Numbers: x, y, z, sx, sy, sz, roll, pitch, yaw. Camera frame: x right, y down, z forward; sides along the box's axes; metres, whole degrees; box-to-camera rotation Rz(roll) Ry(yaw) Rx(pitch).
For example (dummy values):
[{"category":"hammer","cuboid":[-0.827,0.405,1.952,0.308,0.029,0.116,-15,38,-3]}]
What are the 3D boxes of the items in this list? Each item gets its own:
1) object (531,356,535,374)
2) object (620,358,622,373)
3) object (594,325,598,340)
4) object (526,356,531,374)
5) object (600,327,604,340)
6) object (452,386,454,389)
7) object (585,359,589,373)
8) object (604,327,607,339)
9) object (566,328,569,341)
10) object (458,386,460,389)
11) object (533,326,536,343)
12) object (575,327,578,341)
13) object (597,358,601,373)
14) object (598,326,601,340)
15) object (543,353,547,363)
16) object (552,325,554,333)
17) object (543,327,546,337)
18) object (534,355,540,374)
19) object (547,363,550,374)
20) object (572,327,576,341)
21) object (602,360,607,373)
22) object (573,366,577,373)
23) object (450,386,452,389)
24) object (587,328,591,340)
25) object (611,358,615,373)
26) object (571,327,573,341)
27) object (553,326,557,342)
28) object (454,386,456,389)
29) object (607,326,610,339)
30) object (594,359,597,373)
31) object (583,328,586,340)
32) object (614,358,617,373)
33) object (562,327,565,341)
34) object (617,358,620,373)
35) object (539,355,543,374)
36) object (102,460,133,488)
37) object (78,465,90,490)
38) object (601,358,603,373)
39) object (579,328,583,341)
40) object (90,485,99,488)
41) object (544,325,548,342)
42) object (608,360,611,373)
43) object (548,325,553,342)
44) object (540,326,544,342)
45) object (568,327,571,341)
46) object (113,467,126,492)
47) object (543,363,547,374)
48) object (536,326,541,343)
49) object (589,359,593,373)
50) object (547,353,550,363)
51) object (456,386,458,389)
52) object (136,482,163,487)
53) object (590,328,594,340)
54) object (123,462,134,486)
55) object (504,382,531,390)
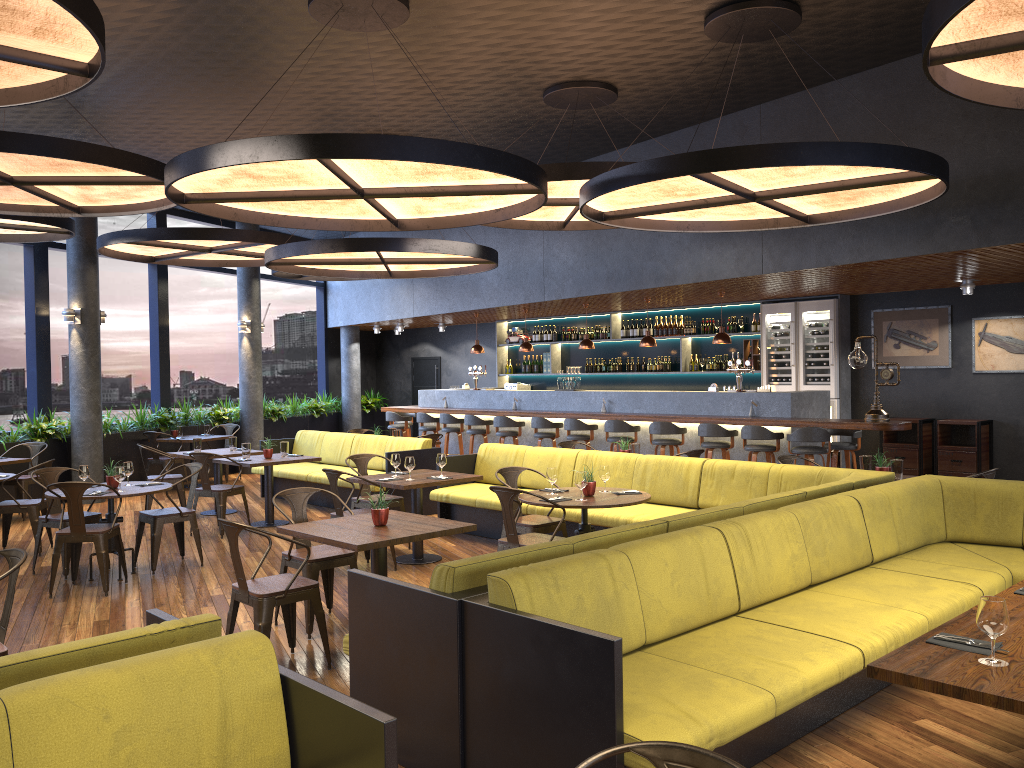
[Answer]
[{"category":"object","cuboid":[0.408,-0.367,16.832,0.094,0.340,0.094,-1,1,-21]},{"category":"object","cuboid":[1.874,-0.324,15.307,0.063,0.254,0.063,-1,1,19]},{"category":"object","cuboid":[1.472,-0.900,15.563,0.063,0.254,0.063,-1,1,4]},{"category":"object","cuboid":[0.315,-0.365,16.780,0.094,0.340,0.094,-1,1,-30]},{"category":"object","cuboid":[1.562,-0.881,15.421,0.068,0.217,0.068,0,1,31]},{"category":"object","cuboid":[-1.087,0.065,16.265,0.042,0.059,0.042,0,1,44]},{"category":"object","cuboid":[1.330,-0.321,15.733,0.063,0.254,0.063,-1,1,19]},{"category":"object","cuboid":[1.635,-0.883,15.480,0.068,0.217,0.068,-2,1,-39]},{"category":"object","cuboid":[1.021,-0.901,16.152,0.063,0.254,0.063,-1,1,24]},{"category":"object","cuboid":[-0.986,0.062,16.369,0.042,0.059,0.042,0,1,44]},{"category":"object","cuboid":[0.431,-0.928,16.625,0.085,0.310,0.086,-1,1,-10]},{"category":"object","cuboid":[1.162,-0.901,16.021,0.063,0.254,0.063,-1,1,-6]},{"category":"object","cuboid":[1.535,-0.322,15.600,0.063,0.254,0.063,-1,1,-16]},{"category":"object","cuboid":[1.545,-0.902,15.615,0.063,0.254,0.063,-1,1,-16]},{"category":"object","cuboid":[0.640,-0.483,16.466,0.080,0.192,0.098,-2,1,-44]},{"category":"object","cuboid":[0.774,-0.930,16.402,0.085,0.310,0.086,-1,1,-3]},{"category":"object","cuboid":[0.630,-0.930,16.546,0.085,0.310,0.086,-1,1,-16]},{"category":"object","cuboid":[0.468,-0.365,16.635,0.094,0.340,0.094,-1,1,-4]},{"category":"object","cuboid":[0.711,-0.290,16.395,0.080,0.192,0.098,-2,1,-44]},{"category":"object","cuboid":[1.107,-0.899,15.920,0.063,0.254,0.063,-1,1,-26]},{"category":"object","cuboid":[1.616,-0.307,15.463,0.088,0.224,0.088,-1,1,-29]},{"category":"object","cuboid":[1.148,-0.256,15.983,0.084,0.119,0.084,-1,1,1]},{"category":"object","cuboid":[-1.122,0.066,16.233,0.042,0.059,0.042,0,1,44]},{"category":"object","cuboid":[1.345,-0.885,15.691,0.088,0.224,0.088,0,1,41]},{"category":"object","cuboid":[1.740,-0.322,15.338,0.063,0.254,0.063,-1,1,-26]},{"category":"object","cuboid":[1.087,-0.901,16.088,0.063,0.254,0.063,-1,1,19]},{"category":"object","cuboid":[0.789,-0.910,16.255,0.083,0.301,0.083,-2,1,-36]},{"category":"object","cuboid":[-1.048,0.064,16.289,0.042,0.059,0.042,0,1,44]},{"category":"object","cuboid":[1.684,-0.885,15.334,0.088,0.224,0.088,-1,1,-29]},{"category":"object","cuboid":[1.479,-0.324,15.719,0.063,0.254,0.063,-1,1,4]},{"category":"object","cuboid":[1.299,-0.883,15.833,0.068,0.217,0.068,-1,1,-24]},{"category":"object","cuboid":[1.804,-0.324,15.388,0.063,0.254,0.063,-1,1,-11]},{"category":"object","cuboid":[0.935,-0.899,16.086,0.063,0.254,0.063,0,1,29]},{"category":"object","cuboid":[1.830,-0.322,15.234,0.063,0.254,0.063,-1,1,-1]},{"category":"object","cuboid":[0.558,-0.367,16.690,0.094,0.340,0.094,-1,1,-21]},{"category":"object","cuboid":[-3.446,0.765,7.672,0.260,0.271,0.238,-1,1,-5]},{"category":"object","cuboid":[-3.689,0.805,7.645,0.097,0.206,0.097,-1,1,-2]},{"category":"object","cuboid":[1.597,-0.325,15.664,0.063,0.254,0.063,-1,1,19]},{"category":"object","cuboid":[1.225,-0.881,15.775,0.068,0.217,0.068,0,1,36]},{"category":"object","cuboid":[-3.736,0.897,7.814,0.255,0.019,0.157,-1,1,25]},{"category":"object","cuboid":[0.635,-0.928,16.412,0.085,0.310,0.086,-1,1,-25]},{"category":"object","cuboid":[1.718,-0.310,15.520,0.088,0.224,0.088,-1,1,21]},{"category":"object","cuboid":[0.705,-0.928,16.336,0.085,0.310,0.086,-1,1,-10]},{"category":"object","cuboid":[0.564,-0.930,16.618,0.085,0.310,0.086,-1,1,-33]},{"category":"object","cuboid":[1.035,-0.899,16.022,0.063,0.254,0.063,-1,1,19]},{"category":"object","cuboid":[-3.295,0.801,7.449,0.097,0.206,0.097,-2,1,-37]},{"category":"object","cuboid":[0.642,-0.290,16.468,0.080,0.192,0.098,-2,1,-44]},{"category":"object","cuboid":[0.493,-0.928,16.556,0.085,0.310,0.086,-1,1,-16]},{"category":"object","cuboid":[1.399,-0.321,15.659,0.063,0.254,0.063,0,1,34]},{"category":"object","cuboid":[0.708,-0.483,16.392,0.080,0.192,0.098,-2,1,-44]},{"category":"object","cuboid":[-1.023,0.063,16.334,0.042,0.059,0.042,0,1,44]},{"category":"object","cuboid":[-3.233,0.888,7.862,0.157,0.019,0.255,0,1,45]},{"category":"object","cuboid":[1.428,-0.887,15.758,0.088,0.224,0.088,0,1,41]},{"category":"object","cuboid":[-3.408,0.797,7.873,0.097,0.206,0.097,-1,1,18]},{"category":"object","cuboid":[0.047,0.248,16.923,0.550,0.569,0.355,-2,1,-44]}]
